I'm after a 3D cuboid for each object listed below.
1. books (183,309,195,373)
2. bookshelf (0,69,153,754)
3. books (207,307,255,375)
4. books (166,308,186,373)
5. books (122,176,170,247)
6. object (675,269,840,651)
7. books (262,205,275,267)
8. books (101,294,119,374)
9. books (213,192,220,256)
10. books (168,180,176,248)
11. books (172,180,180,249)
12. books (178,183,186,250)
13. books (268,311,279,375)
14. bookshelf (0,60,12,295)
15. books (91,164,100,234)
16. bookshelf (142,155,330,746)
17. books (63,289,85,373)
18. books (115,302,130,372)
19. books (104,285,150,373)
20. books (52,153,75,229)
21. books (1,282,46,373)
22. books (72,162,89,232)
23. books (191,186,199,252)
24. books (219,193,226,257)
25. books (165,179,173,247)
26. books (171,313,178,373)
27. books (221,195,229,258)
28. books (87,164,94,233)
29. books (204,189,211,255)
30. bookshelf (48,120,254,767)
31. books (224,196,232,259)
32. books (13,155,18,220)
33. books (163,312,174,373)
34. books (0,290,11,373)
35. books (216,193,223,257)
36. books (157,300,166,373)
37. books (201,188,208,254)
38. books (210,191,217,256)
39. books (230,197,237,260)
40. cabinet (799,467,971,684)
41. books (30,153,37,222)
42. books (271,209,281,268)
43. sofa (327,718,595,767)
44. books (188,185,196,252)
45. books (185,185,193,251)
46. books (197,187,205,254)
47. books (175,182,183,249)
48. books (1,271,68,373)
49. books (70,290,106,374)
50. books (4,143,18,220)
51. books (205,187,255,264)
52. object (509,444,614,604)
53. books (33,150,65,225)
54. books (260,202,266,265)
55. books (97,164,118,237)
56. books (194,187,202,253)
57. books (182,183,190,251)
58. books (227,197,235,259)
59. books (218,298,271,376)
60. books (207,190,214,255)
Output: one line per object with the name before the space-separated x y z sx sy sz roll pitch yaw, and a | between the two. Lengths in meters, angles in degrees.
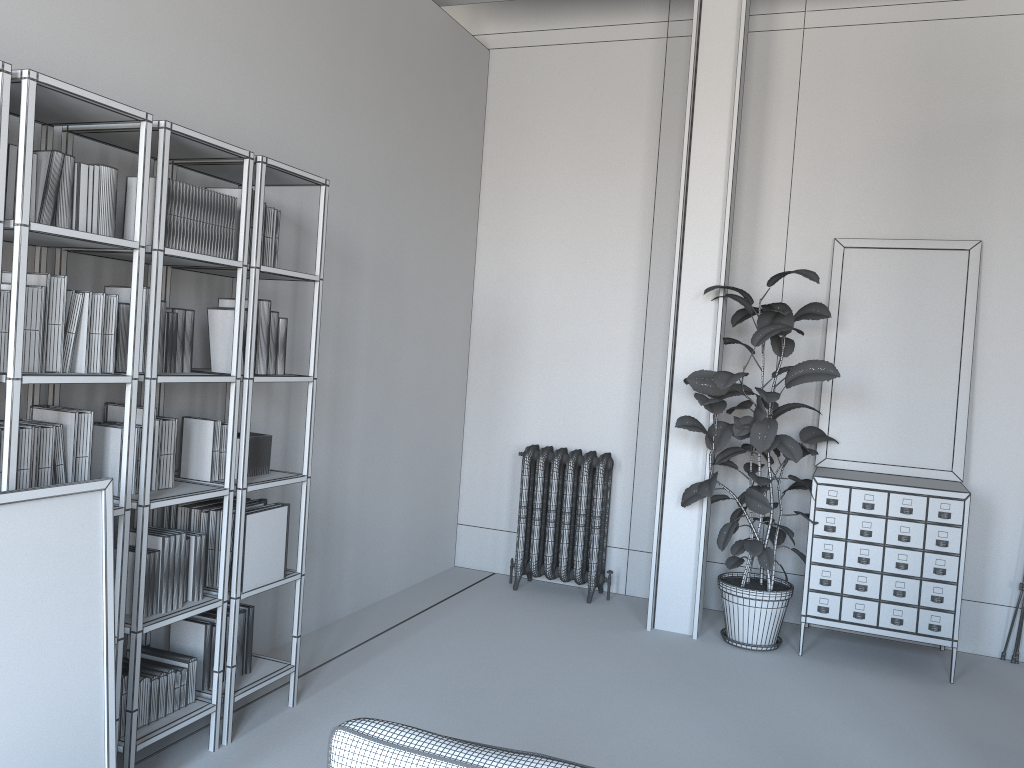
books | -1.286 -0.163 3.353 0.180 0.244 0.057 5 2 21
bookshelf | -1.519 0.258 2.743 0.455 2.276 0.455 5 2 21
books | -1.102 -0.168 3.488 0.195 0.268 0.084 5 2 23
books | -1.298 -0.162 3.293 0.180 0.244 0.057 5 2 21
books | -1.238 -0.579 2.991 0.182 0.240 0.016 5 2 21
object | 1.371 0.426 5.042 0.868 2.157 1.270 5 2 22
books | -1.055 -0.594 3.576 0.180 0.248 0.054 5 2 21
books | -1.387 -0.167 2.895 0.193 0.265 0.062 5 2 21
books | -1.146 -0.580 3.225 0.182 0.240 0.016 5 2 21
books | -1.227 -0.579 3.020 0.182 0.240 0.016 5 2 21
books | -1.221 -0.579 3.035 0.182 0.240 0.016 5 2 21
books | -1.209 -0.579 3.064 0.182 0.240 0.016 5 2 21
books | -1.061 -0.171 3.649 0.195 0.266 0.091 5 2 21
bookshelf | -1.717 0.260 2.293 0.455 2.276 0.455 5 2 21
books | -1.392 -0.578 2.824 0.180 0.238 0.027 5 2 21
bookshelf | -1.149 0.252 3.680 0.455 2.276 0.455 5 2 21
books | -1.446 -0.166 2.771 0.193 0.267 0.084 5 2 23
books | -1.398 -0.161 3.068 0.180 0.244 0.057 5 2 21
books | -1.336 -0.190 3.104 0.224 0.304 0.038 5 2 21
books | -1.430 -0.583 2.730 0.178 0.242 0.057 5 2 21
books | -1.486 -0.165 2.610 0.193 0.265 0.091 5 2 21
books | -1.412 -0.574 2.773 0.196 0.229 0.035 5 2 21
books | -1.186 -0.580 3.123 0.182 0.240 0.016 5 2 21
books | -1.134 -0.580 3.254 0.182 0.240 0.016 5 2 21
books | -1.232 -0.579 3.006 0.182 0.240 0.016 5 2 21
books | -1.295 -0.151 3.246 0.165 0.227 0.022 5 2 21
books | -1.129 -0.580 3.269 0.182 0.240 0.016 5 2 21
books | -1.401 -0.575 2.800 0.187 0.232 0.023 5 2 21
books | -1.163 -0.580 3.181 0.182 0.240 0.016 5 2 21
bookshelf | -1.336 0.254 3.223 0.455 2.276 0.455 5 2 21
books | -1.123 -0.581 3.283 0.182 0.240 0.016 5 2 21
books | -1.486 -0.570 2.587 0.168 0.224 0.019 5 2 21
books | -1.302 -0.151 3.225 0.165 0.227 0.022 5 2 21
books | -1.520 -0.153 2.535 0.178 0.244 0.057 5 2 21
books | -1.140 -0.580 3.239 0.182 0.240 0.016 5 2 21
books | -1.344 -0.173 3.182 0.195 0.266 0.091 5 2 21
books | -1.169 -0.580 3.166 0.182 0.240 0.016 5 2 21
books | -1.152 -0.580 3.210 0.182 0.240 0.016 5 2 21
books | -1.111 -0.581 3.313 0.182 0.240 0.016 5 2 21
cabinet | 2.131 1.054 5.129 0.796 1.026 0.668 5 2 21
books | -1.475 -0.570 2.614 0.161 0.222 0.039 5 2 21
books | -1.032 -0.591 3.618 0.168 0.243 0.029 5 2 17
sofa | 0.487 1.113 0.943 2.347 0.948 0.952 5 2 21
books | -1.192 -0.579 3.108 0.182 0.240 0.016 5 2 21
books | -1.198 -0.579 3.093 0.182 0.240 0.016 5 2 21
books | -1.175 -0.580 3.152 0.182 0.240 0.016 5 2 21
books | -1.215 -0.579 3.050 0.182 0.240 0.016 5 2 21
books | -1.471 -0.187 2.701 0.222 0.303 0.071 5 2 21
books | -1.400 -0.166 2.830 0.193 0.265 0.062 5 2 21
books | -1.507 -0.577 2.561 0.173 0.231 0.029 5 2 21
books | -1.106 -0.615 3.465 0.243 0.299 0.048 5 2 21
object | 0.350 0.936 5.995 0.733 1.007 0.328 5 2 21
books | -1.436 -0.580 2.662 0.178 0.244 0.077 5 2 20
books | -1.075 -0.598 3.541 0.189 0.258 0.027 5 2 21
books | -1.372 -0.584 2.875 0.178 0.242 0.083 5 2 21
books | -1.181 -0.580 3.137 0.182 0.240 0.016 5 2 21
books | -1.204 -0.579 3.079 0.182 0.240 0.016 5 2 21
books | -1.117 -0.581 3.298 0.182 0.240 0.016 5 2 21
books | -1.075 -0.190 3.556 0.224 0.304 0.071 5 2 21
books | -1.157 -0.580 3.196 0.182 0.240 0.016 5 2 21
